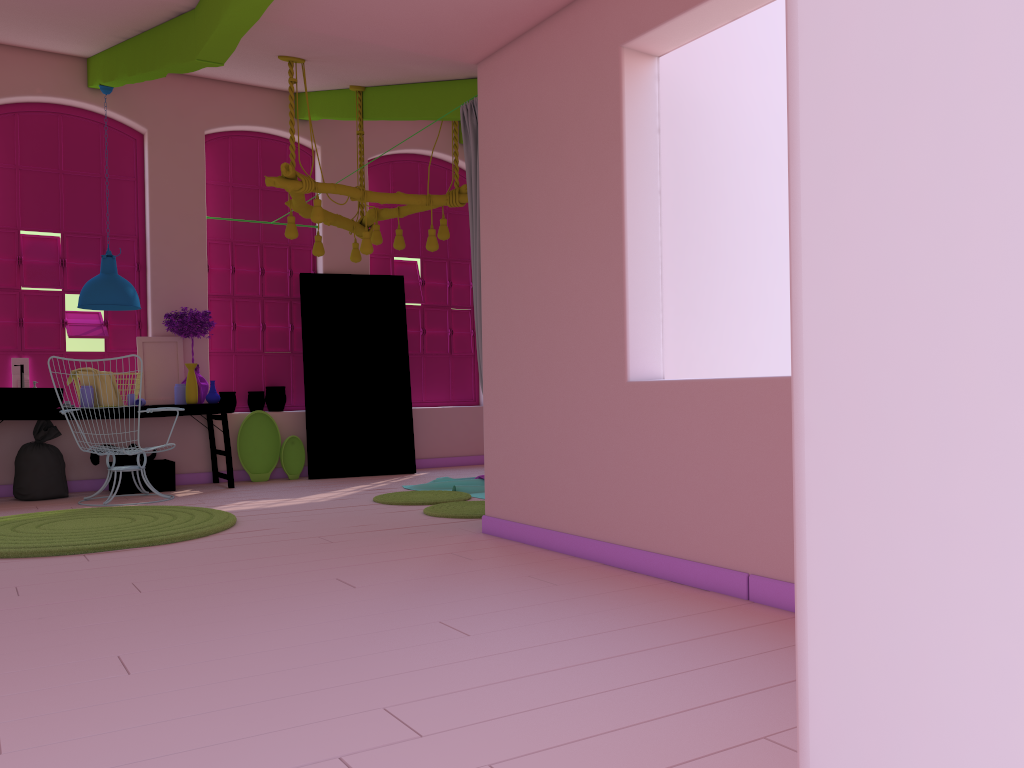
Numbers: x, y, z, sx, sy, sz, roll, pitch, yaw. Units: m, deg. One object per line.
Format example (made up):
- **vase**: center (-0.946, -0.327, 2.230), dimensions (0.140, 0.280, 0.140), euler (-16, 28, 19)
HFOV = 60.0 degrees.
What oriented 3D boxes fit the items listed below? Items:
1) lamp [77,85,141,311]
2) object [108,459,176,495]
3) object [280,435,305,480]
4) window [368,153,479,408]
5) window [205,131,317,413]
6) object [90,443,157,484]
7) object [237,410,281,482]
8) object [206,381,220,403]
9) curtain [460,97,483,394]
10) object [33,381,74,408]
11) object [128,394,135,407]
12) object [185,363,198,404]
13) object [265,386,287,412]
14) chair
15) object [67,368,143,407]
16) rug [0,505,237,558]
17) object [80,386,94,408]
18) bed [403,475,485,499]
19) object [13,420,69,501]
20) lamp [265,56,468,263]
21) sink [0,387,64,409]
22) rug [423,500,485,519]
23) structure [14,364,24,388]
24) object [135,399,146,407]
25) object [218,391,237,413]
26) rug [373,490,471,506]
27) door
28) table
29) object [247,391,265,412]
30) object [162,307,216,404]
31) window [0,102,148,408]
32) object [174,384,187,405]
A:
- **lamp**: center (-3.635, -1.683, 7.969), dimensions (0.529, 2.002, 0.529), euler (-1, 0, 0)
- **object**: center (-3.500, 0.874, 8.384), dimensions (0.521, 0.277, 0.446), euler (-1, 0, -32)
- **object**: center (-2.320, 0.767, 9.276), dimensions (0.137, 0.463, 0.284), euler (-1, 0, 43)
- **window**: center (-1.074, -1.223, 10.556), dimensions (1.513, 3.009, 0.214), euler (-1, 0, -32)
- **window**: center (-2.687, -1.211, 9.537), dimensions (1.275, 3.047, 0.072), euler (-1, 0, -32)
- **object**: center (-3.641, 0.782, 8.335), dimensions (0.300, 0.448, 0.672), euler (-1, 0, 34)
- **object**: center (-2.640, 0.638, 9.165), dimensions (0.451, 0.733, 0.218), euler (-1, 0, -32)
- **object**: center (-2.875, 0.077, 8.520), dimensions (0.132, 0.219, 0.132), euler (-1, 0, -15)
- **curtain**: center (-0.065, -0.460, 5.827), dimensions (0.518, 2.785, 0.525), euler (-1, 0, 39)
- **object**: center (-4.147, 0.097, 8.004), dimensions (0.411, 0.250, 0.165), euler (-1, 0, 3)
- **object**: center (-3.532, 0.150, 8.231), dimensions (0.065, 0.118, 0.065), euler (-1, 0, 17)
- **object**: center (-3.035, -0.002, 8.399), dimensions (0.116, 0.383, 0.116), euler (-1, 0, 32)
- **object**: center (-2.529, 0.160, 9.494), dimensions (0.223, 0.272, 0.223), euler (-1, 0, -44)
- **chair**: center (-3.333, 0.389, 7.562), dimensions (1.078, 1.238, 0.925), euler (-1, 0, 3)
- **object**: center (-3.794, 0.034, 8.269), dimensions (0.633, 0.369, 0.444), euler (-1, 0, -32)
- **rug**: center (-2.839, 0.961, 5.924), dimensions (1.888, 0.050, 1.889), euler (-1, -1, -44)
- **object**: center (-3.830, 0.115, 7.993), dimensions (0.109, 0.197, 0.109), euler (-1, 0, -40)
- **bed**: center (1.136, 0.678, 8.146), dimensions (3.576, 0.514, 2.802), euler (-1, 0, -32)
- **object**: center (-6.763, 0.258, 4.951), dimensions (7.864, 1.580, 2.827), euler (-1, 0, -31)
- **lamp**: center (-1.328, -2.101, 7.037), dimensions (1.611, 2.264, 1.775), euler (-1, 0, 40)
- **sink**: center (-4.234, 0.120, 7.704), dimensions (0.609, 0.194, 0.340), euler (-1, 0, -32)
- **rug**: center (-0.250, 0.930, 6.576), dimensions (0.792, 0.021, 0.792), euler (-1, 0, -4)
- **structure**: center (-4.356, 0.024, 7.848), dimensions (0.087, 0.397, 0.166), euler (-1, 0, -22)
- **object**: center (-3.443, 0.173, 8.215), dimensions (0.076, 0.076, 0.137), euler (-1, 0, -12)
- **object**: center (-2.957, 0.190, 9.223), dimensions (0.182, 0.223, 0.182), euler (-1, 0, 36)
- **rug**: center (-0.745, 0.944, 7.370), dimensions (0.792, 0.021, 0.792), euler (-1, -1, 41)
- **door**: center (-1.669, -0.110, 9.603), dimensions (1.153, 2.211, 0.450), euler (-1, 0, -22)
- **table**: center (-3.765, 0.605, 8.193), dimensions (2.192, 0.821, 0.655), euler (-1, 0, -32)
- **object**: center (-2.704, 0.187, 9.380), dimensions (0.182, 0.223, 0.182), euler (-1, 0, 41)
- **object**: center (-3.135, -0.277, 8.653), dimensions (0.441, 0.951, 0.502), euler (-1, 0, 18)
- **window**: center (-4.318, -1.182, 8.527), dimensions (1.497, 3.003, 0.492), euler (-1, 0, -32)
- **object**: center (-3.172, 0.098, 8.491), dimensions (0.109, 0.197, 0.109), euler (-1, 0, 5)
